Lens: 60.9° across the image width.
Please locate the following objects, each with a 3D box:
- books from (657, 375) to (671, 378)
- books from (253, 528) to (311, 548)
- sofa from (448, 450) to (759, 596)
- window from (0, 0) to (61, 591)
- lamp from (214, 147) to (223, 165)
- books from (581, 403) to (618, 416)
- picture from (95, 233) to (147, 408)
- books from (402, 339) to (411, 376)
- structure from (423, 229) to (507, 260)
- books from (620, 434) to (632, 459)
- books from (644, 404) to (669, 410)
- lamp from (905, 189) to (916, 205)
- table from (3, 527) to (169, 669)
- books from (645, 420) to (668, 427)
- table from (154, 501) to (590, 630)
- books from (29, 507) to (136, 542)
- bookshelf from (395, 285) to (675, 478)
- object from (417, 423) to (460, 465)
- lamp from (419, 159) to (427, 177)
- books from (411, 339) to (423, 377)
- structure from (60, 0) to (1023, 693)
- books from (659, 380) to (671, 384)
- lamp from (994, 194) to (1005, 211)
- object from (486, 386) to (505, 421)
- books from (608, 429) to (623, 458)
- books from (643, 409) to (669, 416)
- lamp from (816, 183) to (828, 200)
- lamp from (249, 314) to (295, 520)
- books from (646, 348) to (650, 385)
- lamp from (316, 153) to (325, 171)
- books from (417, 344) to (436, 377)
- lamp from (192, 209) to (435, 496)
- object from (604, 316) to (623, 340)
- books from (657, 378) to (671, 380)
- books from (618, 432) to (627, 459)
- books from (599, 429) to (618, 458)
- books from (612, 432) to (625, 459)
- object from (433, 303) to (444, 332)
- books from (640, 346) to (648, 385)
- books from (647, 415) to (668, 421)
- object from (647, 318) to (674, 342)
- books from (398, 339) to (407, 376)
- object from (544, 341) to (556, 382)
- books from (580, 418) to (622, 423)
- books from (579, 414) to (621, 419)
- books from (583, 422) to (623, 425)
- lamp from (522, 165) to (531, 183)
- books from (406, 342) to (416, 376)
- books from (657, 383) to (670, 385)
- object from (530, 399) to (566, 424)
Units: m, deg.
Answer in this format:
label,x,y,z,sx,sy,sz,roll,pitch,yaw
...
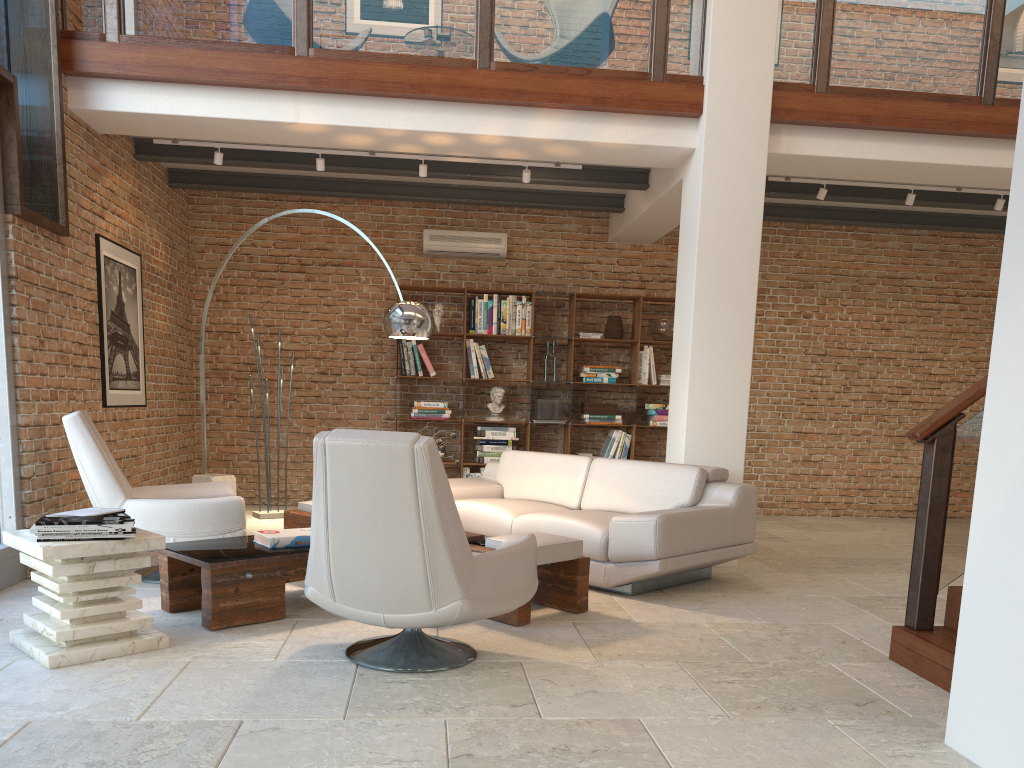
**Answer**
label,x,y,z,sx,sy,sz,roll,pitch,yaw
books,1.569,-0.072,8.832,0.132,0.034,0.203,2,-1,-16
books,-1.168,0.814,4.618,0.326,0.057,0.252,2,-1,-35
sofa,0.392,0.890,6.057,2.307,0.769,1.138,2,1,44
window,-2.648,-2.143,0.968,0.648,6.493,12.159,1,1,-6
lamp,-2.115,-1.636,6.282,0.059,0.131,0.085,-4,8,-36
books,0.884,0.253,8.822,0.335,0.121,0.210,2,1,-6
picture,-2.914,-0.425,6.530,0.027,1.217,0.895,1,6,-6
books,-1.040,-0.269,8.569,0.091,0.391,0.239,1,6,-6
structure,-0.461,-1.368,8.551,0.813,0.223,0.196,2,5,-6
books,1.135,0.674,8.919,0.116,0.340,0.249,1,6,-6
books,1.515,0.235,8.900,0.326,0.056,0.251,2,-1,4
lamp,3.117,-1.454,6.818,0.061,0.131,0.084,1,6,-4
table,-1.853,0.898,3.800,0.489,0.513,0.492,6,6,44
books,1.547,0.405,8.920,0.326,0.056,0.251,2,-1,-3
table,-0.921,0.989,4.942,1.963,0.436,2.184,3,-1,-45
books,-1.850,0.605,3.810,0.389,0.081,0.561,2,-1,-22
bookshelf,0.363,0.224,8.757,3.035,2.244,0.356,2,9,-6
object,-0.544,0.525,5.055,0.540,0.618,0.311,-1,8,-35
lamp,-0.656,-1.585,6.433,0.061,0.131,0.084,1,6,-4
books,-0.933,-0.263,8.568,0.121,0.388,0.239,1,6,-6
structure,2.402,-0.841,2.173,10.158,4.205,13.664,2,0,-6
books,1.567,-0.019,8.841,0.132,0.034,0.203,2,-1,4
lamp,3.857,-1.428,6.894,0.061,0.131,0.084,1,6,-4
object,-0.159,0.197,8.712,0.196,0.357,0.190,3,7,10
books,1.019,0.651,8.900,0.161,0.379,0.239,1,6,-6
books,1.530,0.292,8.911,0.326,0.056,0.251,2,-1,-6
lamp,2.398,-1.479,6.743,0.059,0.131,0.085,-4,8,-36
lamp,-2.179,0.314,7.883,0.416,1.855,0.196,-4,11,-35
books,1.340,-0.171,8.806,0.021,0.365,0.266,1,6,-6
lamp,-1.396,-1.615,6.357,0.061,0.123,0.084,1,6,-4
books,-0.844,-0.229,8.605,0.195,0.324,0.250,1,5,-6
lamp,-1.389,0.032,5.930,2.017,2.395,0.314,5,9,30
object,1.013,-0.553,8.650,0.191,0.237,0.192,6,7,42
books,1.575,-0.046,8.841,0.171,0.019,0.233,2,-1,-3
books,1.090,0.664,8.928,0.098,0.361,0.266,1,6,-6
books,0.975,0.650,8.919,0.163,0.379,0.239,1,6,-6
books,1.070,0.661,8.916,0.098,0.361,0.266,1,6,-6
object,-0.790,-0.648,8.469,0.251,0.288,0.127,2,7,2
books,1.313,-0.185,8.792,0.036,0.390,0.239,1,6,-6
books,1.574,0.350,8.914,0.327,0.056,0.251,2,-1,-11
object,1.579,-0.527,8.752,0.435,0.223,0.433,3,1,36
books,-1.077,-0.270,8.557,0.091,0.391,0.239,1,6,-6
object,0.382,-0.224,8.650,0.121,0.407,0.060,1,9,-3
books,0.903,0.370,8.868,0.380,0.037,0.241,2,-1,-11
books,0.893,0.332,8.827,0.380,0.037,0.241,2,-1,-7
books,0.917,0.399,8.860,0.356,0.021,0.268,2,-1,-7
lamp,0.109,-1.565,6.520,0.061,0.118,0.093,2,5,1
books,-0.992,-0.241,8.597,0.102,0.340,0.249,1,6,-6
books,1.573,0.008,8.860,0.171,0.019,0.233,2,-1,2
object,0.363,0.272,8.748,0.336,0.237,0.279,2,3,-6
